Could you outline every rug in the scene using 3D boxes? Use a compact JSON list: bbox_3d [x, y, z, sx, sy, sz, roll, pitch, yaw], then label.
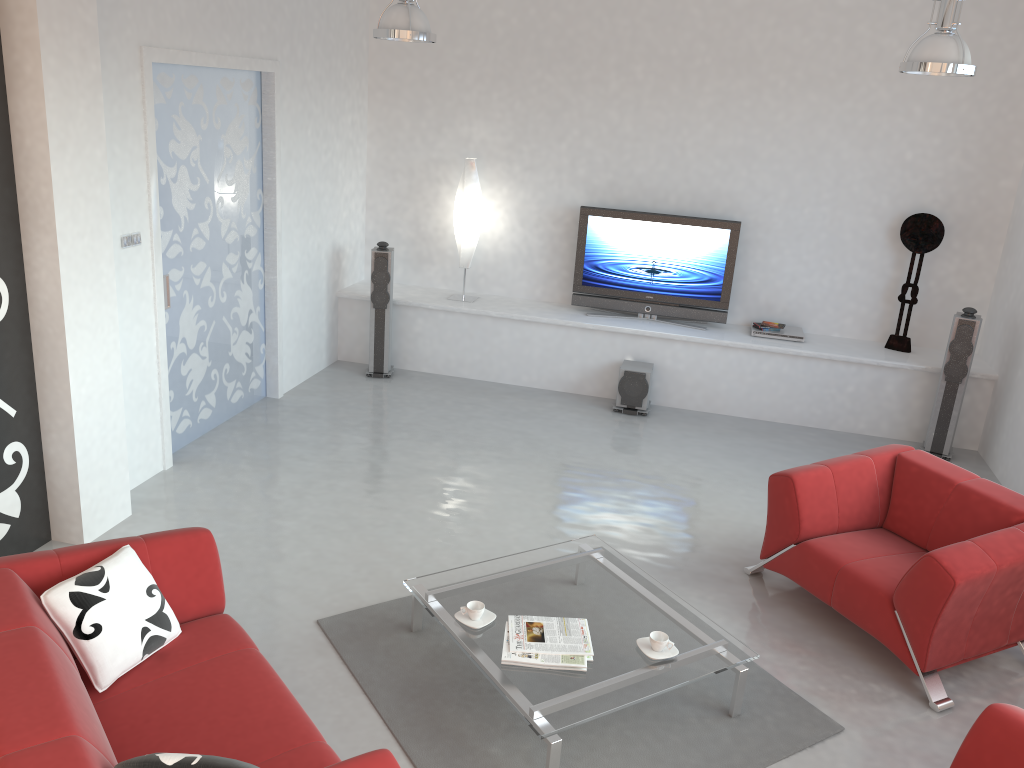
[{"bbox_3d":[0.237,1.290,3.973,1.700,0.025,1.700,-7,21,-31],"label":"rug"}]

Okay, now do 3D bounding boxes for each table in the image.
[{"bbox_3d":[0.258,1.151,3.934,1.097,0.286,1.162,-7,21,-31],"label":"table"}]

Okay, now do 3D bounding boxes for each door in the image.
[{"bbox_3d":[-2.058,-0.901,6.057,0.240,2.550,1.600,8,18,12],"label":"door"}]

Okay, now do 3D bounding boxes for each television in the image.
[{"bbox_3d":[1.222,-1.009,7.669,1.356,0.919,0.343,8,18,12],"label":"television"}]

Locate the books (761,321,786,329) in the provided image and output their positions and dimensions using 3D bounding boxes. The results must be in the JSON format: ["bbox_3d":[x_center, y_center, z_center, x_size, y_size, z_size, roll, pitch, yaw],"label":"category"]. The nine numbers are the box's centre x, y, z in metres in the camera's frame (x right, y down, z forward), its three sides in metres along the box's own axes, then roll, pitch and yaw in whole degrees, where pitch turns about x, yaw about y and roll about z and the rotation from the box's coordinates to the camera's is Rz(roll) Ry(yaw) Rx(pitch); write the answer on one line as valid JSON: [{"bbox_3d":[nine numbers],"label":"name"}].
[{"bbox_3d":[2.221,-0.503,7.543,0.190,0.015,0.135,11,19,21],"label":"books"}]

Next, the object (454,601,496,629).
[{"bbox_3d":[-0.156,0.979,3.795,0.153,0.069,0.153,18,23,36],"label":"object"}]

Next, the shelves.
[{"bbox_3d":[1.166,-0.516,7.710,5.500,0.050,0.650,8,18,12],"label":"shelves"}]

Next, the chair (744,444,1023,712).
[{"bbox_3d":[1.993,0.864,4.501,0.951,0.738,1.288,-5,20,-26],"label":"chair"}]

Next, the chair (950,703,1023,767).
[{"bbox_3d":[1.347,1.494,2.427,1.288,0.738,0.951,-5,20,-26],"label":"chair"}]

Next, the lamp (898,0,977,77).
[{"bbox_3d":[2.300,-2.039,4.624,0.379,0.800,0.379,-9,23,-36],"label":"lamp"}]

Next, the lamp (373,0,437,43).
[{"bbox_3d":[-0.619,-2.453,5.226,0.379,0.800,0.379,7,18,8],"label":"lamp"}]

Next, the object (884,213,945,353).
[{"bbox_3d":[3.255,-0.822,7.219,0.331,1.130,0.108,17,22,35],"label":"object"}]

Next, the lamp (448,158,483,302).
[{"bbox_3d":[-0.398,-1.366,7.875,0.263,1.239,0.263,6,18,4],"label":"lamp"}]

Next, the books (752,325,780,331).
[{"bbox_3d":[2.170,-0.482,7.564,0.190,0.015,0.135,-3,19,-22],"label":"books"}]

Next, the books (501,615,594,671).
[{"bbox_3d":[0.152,1.060,3.671,0.367,0.035,0.345,5,18,2],"label":"books"}]

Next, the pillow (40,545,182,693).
[{"bbox_3d":[-1.444,0.839,3.222,0.288,0.343,0.402,11,19,19],"label":"pillow"}]

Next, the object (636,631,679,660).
[{"bbox_3d":[0.605,1.075,3.675,0.153,0.069,0.153,-3,19,-20],"label":"object"}]

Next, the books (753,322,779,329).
[{"bbox_3d":[2.171,-0.497,7.562,0.190,0.015,0.135,2,18,-7],"label":"books"}]

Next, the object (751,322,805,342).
[{"bbox_3d":[2.266,-0.449,7.579,0.430,0.045,0.352,8,18,12],"label":"object"}]

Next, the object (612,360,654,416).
[{"bbox_3d":[1.023,0.031,7.418,0.336,0.374,0.337,8,18,12],"label":"object"}]

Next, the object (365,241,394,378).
[{"bbox_3d":[-1.135,-0.655,7.717,0.255,1.184,0.273,3,18,-3],"label":"object"}]

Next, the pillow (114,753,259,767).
[{"bbox_3d":[-0.856,1.129,2.469,0.402,0.343,0.288,6,18,4],"label":"pillow"}]

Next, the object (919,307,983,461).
[{"bbox_3d":[3.372,-0.014,6.782,0.255,1.184,0.273,13,20,26],"label":"object"}]

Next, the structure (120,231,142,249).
[{"bbox_3d":[-2.166,-0.818,5.050,0.016,0.080,0.170,8,18,12],"label":"structure"}]

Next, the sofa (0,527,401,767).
[{"bbox_3d":[-1.150,1.156,2.890,0.951,0.738,1.929,-9,22,-36],"label":"sofa"}]
